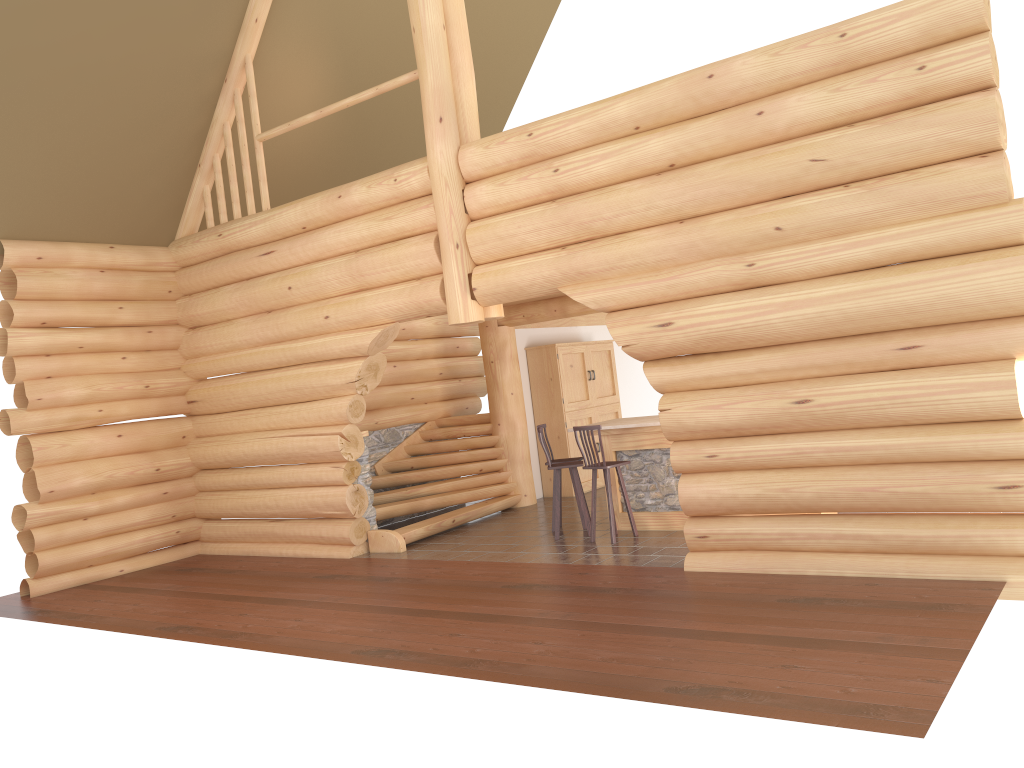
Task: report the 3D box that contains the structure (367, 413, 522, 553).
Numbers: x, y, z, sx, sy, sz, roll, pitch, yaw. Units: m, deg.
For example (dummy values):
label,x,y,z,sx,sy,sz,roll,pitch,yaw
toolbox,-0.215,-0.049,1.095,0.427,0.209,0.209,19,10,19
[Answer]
label,x,y,z,sx,sy,sz,roll,pitch,yaw
structure,-1.378,1.225,12.826,1.951,1.643,3.604,-7,0,30

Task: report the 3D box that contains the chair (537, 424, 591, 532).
label,x,y,z,sx,sy,sz,roll,pitch,yaw
chair,0.649,1.145,11.072,0.504,1.319,0.406,-7,0,16

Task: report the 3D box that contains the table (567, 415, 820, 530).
label,x,y,z,sx,sy,sz,roll,pitch,yaw
table,2.376,0.972,10.224,3.220,1.257,1.196,-7,0,36

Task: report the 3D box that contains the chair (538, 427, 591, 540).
label,x,y,z,sx,sy,sz,roll,pitch,yaw
chair,0.634,1.150,10.550,0.504,1.319,0.406,-7,0,5

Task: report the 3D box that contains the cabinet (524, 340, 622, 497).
label,x,y,z,sx,sy,sz,roll,pitch,yaw
cabinet,1.138,0.522,14.728,0.670,2.403,1.847,-7,0,36

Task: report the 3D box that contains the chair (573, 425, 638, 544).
label,x,y,z,sx,sy,sz,roll,pitch,yaw
chair,1.063,1.100,10.018,0.504,1.319,0.406,-7,0,-44
